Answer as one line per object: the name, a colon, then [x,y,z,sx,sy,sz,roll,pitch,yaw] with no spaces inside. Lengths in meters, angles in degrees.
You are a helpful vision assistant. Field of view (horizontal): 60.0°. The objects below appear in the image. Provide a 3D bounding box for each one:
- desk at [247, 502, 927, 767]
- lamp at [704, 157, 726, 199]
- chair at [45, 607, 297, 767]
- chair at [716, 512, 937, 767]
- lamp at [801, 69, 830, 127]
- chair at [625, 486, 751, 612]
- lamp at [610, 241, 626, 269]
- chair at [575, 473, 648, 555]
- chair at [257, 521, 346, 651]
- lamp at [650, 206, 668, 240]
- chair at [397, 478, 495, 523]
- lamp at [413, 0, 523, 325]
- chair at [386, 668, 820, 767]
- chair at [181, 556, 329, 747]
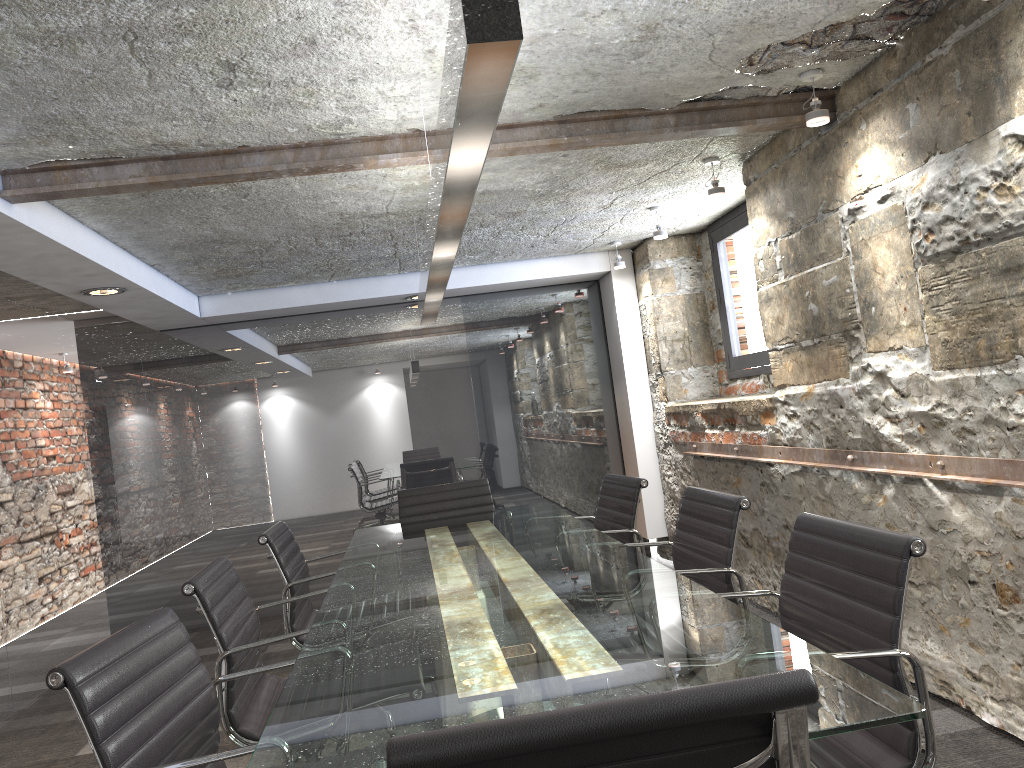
desk: [-0.048,0.903,2.643,0.909,0.711,3.154,-7,-2,-7]
lamp: [0.897,-0.911,3.936,0.077,0.165,0.098,-8,-2,26]
chair: [-0.443,0.863,1.714,0.667,0.837,0.693,-7,-2,-9]
chair: [0.502,0.740,1.817,0.667,0.837,0.693,-7,-2,-16]
lamp: [1.015,-0.957,2.974,0.077,0.165,0.098,-8,-2,26]
chair: [0.412,0.779,2.692,0.667,0.837,0.693,-7,-2,-17]
lamp: [0.680,-0.828,5.714,0.077,0.165,0.098,-8,-2,26]
chair: [0.255,0.828,3.613,0.667,0.837,0.693,-7,-2,-20]
chair: [-0.615,0.941,3.491,0.667,0.837,0.693,-7,-2,-16]
lamp: [0.792,-0.871,4.801,0.077,0.165,0.098,-8,-2,26]
chair: [-0.266,0.919,4.299,0.693,0.837,0.667,-7,-2,-17]
lamp: [-0.247,-0.618,2.691,0.073,0.524,3.159,-7,-2,-7]
chair: [0.126,0.772,1.220,0.693,0.837,0.667,-7,-2,-15]
chair: [-0.549,0.903,2.553,0.667,0.837,0.693,-7,-2,-17]
